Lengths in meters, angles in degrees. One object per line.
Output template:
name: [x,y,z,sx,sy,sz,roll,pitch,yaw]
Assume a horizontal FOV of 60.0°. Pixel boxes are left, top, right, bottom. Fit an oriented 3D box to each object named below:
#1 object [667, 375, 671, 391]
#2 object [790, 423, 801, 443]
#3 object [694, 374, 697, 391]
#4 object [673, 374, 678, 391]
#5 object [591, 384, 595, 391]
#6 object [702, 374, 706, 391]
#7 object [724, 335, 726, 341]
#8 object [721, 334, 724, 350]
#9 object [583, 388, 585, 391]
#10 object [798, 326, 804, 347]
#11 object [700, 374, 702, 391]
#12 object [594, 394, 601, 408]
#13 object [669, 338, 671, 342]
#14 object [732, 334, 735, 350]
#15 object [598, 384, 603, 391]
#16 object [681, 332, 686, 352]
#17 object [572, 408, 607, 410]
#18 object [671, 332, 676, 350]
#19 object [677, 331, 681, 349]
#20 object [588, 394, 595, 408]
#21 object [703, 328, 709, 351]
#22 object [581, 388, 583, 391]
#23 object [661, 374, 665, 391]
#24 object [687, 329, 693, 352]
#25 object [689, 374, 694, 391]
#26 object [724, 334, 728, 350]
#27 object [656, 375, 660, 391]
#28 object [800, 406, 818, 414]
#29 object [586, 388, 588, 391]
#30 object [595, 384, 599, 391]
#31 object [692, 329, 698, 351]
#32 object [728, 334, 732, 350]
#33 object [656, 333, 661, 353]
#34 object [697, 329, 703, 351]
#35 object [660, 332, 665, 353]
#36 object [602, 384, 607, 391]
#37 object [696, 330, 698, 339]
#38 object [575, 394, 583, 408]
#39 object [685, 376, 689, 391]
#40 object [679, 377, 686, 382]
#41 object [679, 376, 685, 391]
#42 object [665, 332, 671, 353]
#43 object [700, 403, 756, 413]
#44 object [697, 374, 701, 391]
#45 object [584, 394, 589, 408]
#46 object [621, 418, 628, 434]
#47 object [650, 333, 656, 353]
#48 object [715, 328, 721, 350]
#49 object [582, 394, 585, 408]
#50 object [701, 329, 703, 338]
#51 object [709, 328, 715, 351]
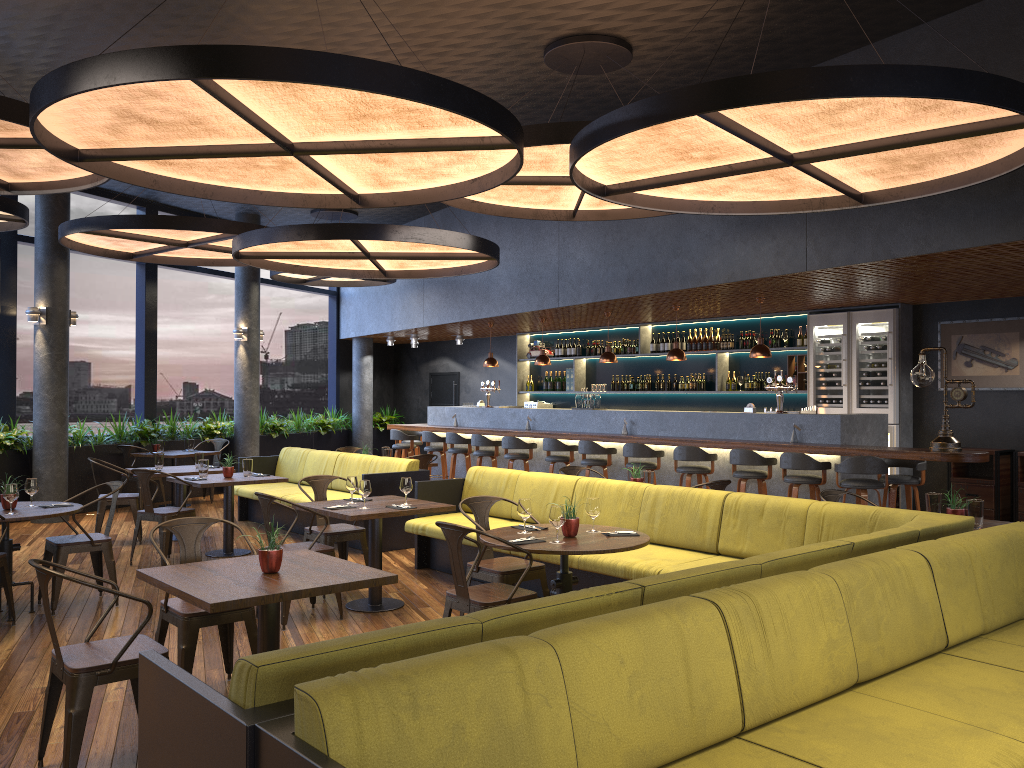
object: [2.385,-0.016,13.459,0.063,0.254,0.063,0,-1,22]
object: [2.997,0.518,9.393,0.114,0.203,0.069,0,-1,-6]
object: [2.699,-0.020,13.025,0.063,0.254,0.063,0,-1,-13]
object: [2.467,-0.017,13.373,0.063,0.254,0.063,0,-1,7]
object: [1.340,0.061,14.598,0.084,0.119,0.084,0,-1,5]
object: [2.805,-0.021,12.954,0.063,0.254,0.063,0,-1,22]
object: [3.037,-0.590,12.615,0.056,0.227,0.056,1,-1,-39]
object: [2.990,-0.590,12.575,0.056,0.227,0.056,0,-1,11]
object: [1.196,0.092,14.680,0.042,0.059,0.042,0,-1,12]
object: [3.814,-0.625,11.718,0.079,0.281,0.079,1,-1,-32]
object: [2.774,-0.020,13.066,0.063,0.254,0.063,0,-1,-13]
object: [1.157,0.243,12.050,0.105,0.209,0.105,0,-1,-5]
object: [2.377,-0.623,13.468,0.085,0.310,0.086,0,-1,1]
object: [3.115,-0.590,12.522,0.056,0.227,0.056,1,-1,-39]
object: [1.450,0.060,14.467,0.084,0.119,0.084,0,-1,5]
object: [2.563,-0.625,13.249,0.085,0.310,0.086,0,-1,1]
object: [1.054,0.338,12.115,0.273,0.019,0.437,1,-1,-40]
object: [2.438,-0.624,13.392,0.085,0.310,0.086,1,-1,-29]
object: [2.476,-0.626,13.206,0.085,0.310,0.086,0,-1,-7]
object: [1.074,0.241,11.970,0.105,0.209,0.105,0,-1,-5]
object: [2.800,-0.641,12.800,0.084,0.330,0.084,1,-1,-34]
object: [1.163,0.093,14.776,0.042,0.059,0.042,0,-1,12]
object: [2.283,-0.017,13.407,0.063,0.254,0.063,0,-1,-3]
object: [2.615,-0.639,13.023,0.084,0.330,0.084,1,-1,-34]
object: [2.626,-0.021,12.962,0.063,0.254,0.063,0,-1,42]
object: [3.029,-0.591,12.529,0.056,0.227,0.056,0,-1,26]
object: [2.218,-0.016,13.484,0.063,0.254,0.063,0,-1,22]
object: [3.171,0.275,9.477,0.177,0.091,0.091,0,-1,25]
object: [1.240,0.092,14.687,0.042,0.059,0.042,0,-1,12]
object: [1.395,0.061,14.533,0.084,0.119,0.084,0,-1,5]
object: [2.677,-0.639,12.952,0.084,0.330,0.084,1,-1,-34]
object: [3.069,-0.591,12.482,0.056,0.227,0.056,0,-1,36]
object: [2.251,-0.622,13.611,0.085,0.310,0.086,0,-1,-26]
object: [2.737,-0.640,12.880,0.084,0.330,0.084,1,-1,-34]
object: [2.290,-0.624,13.424,0.085,0.310,0.086,0,-1,-7]
object: [1.507,0.059,14.401,0.084,0.119,0.084,0,-1,5]
object: [2.706,-0.638,13.056,0.084,0.330,0.084,1,-1,-34]
object: [0.916,0.243,12.162,0.105,0.209,0.105,0,-1,-5]
object: [2.595,-0.005,13.092,0.088,0.224,0.088,0,-1,-26]
object: [2.560,0.006,13.303,0.097,0.206,0.097,0,-1,-9]
object: [2.525,-0.004,13.174,0.088,0.224,0.088,0,-1,19]
object: [2.348,-0.625,13.352,0.085,0.310,0.086,0,-1,-13]
object: [2.475,0.276,10.328,0.200,0.106,0.766,1,-1,-40]
object: [2.717,-0.022,12.892,0.063,0.254,0.063,1,-1,-33]
object: [1.031,0.243,12.102,0.105,0.209,0.105,0,-1,-5]
object: [1.434,0.536,11.225,0.114,0.203,0.069,0,-1,39]
object: [2.160,-0.623,13.571,0.085,0.310,0.086,0,-1,-13]
object: [2.976,-0.641,12.788,0.084,0.330,0.084,1,-1,-34]
object: [1.006,0.244,12.223,0.105,0.209,0.105,0,-1,-5]
object: [2.766,-0.639,12.982,0.084,0.330,0.084,1,-1,-34]
object: [2.864,-0.642,12.728,0.084,0.330,0.084,1,-1,-34]
